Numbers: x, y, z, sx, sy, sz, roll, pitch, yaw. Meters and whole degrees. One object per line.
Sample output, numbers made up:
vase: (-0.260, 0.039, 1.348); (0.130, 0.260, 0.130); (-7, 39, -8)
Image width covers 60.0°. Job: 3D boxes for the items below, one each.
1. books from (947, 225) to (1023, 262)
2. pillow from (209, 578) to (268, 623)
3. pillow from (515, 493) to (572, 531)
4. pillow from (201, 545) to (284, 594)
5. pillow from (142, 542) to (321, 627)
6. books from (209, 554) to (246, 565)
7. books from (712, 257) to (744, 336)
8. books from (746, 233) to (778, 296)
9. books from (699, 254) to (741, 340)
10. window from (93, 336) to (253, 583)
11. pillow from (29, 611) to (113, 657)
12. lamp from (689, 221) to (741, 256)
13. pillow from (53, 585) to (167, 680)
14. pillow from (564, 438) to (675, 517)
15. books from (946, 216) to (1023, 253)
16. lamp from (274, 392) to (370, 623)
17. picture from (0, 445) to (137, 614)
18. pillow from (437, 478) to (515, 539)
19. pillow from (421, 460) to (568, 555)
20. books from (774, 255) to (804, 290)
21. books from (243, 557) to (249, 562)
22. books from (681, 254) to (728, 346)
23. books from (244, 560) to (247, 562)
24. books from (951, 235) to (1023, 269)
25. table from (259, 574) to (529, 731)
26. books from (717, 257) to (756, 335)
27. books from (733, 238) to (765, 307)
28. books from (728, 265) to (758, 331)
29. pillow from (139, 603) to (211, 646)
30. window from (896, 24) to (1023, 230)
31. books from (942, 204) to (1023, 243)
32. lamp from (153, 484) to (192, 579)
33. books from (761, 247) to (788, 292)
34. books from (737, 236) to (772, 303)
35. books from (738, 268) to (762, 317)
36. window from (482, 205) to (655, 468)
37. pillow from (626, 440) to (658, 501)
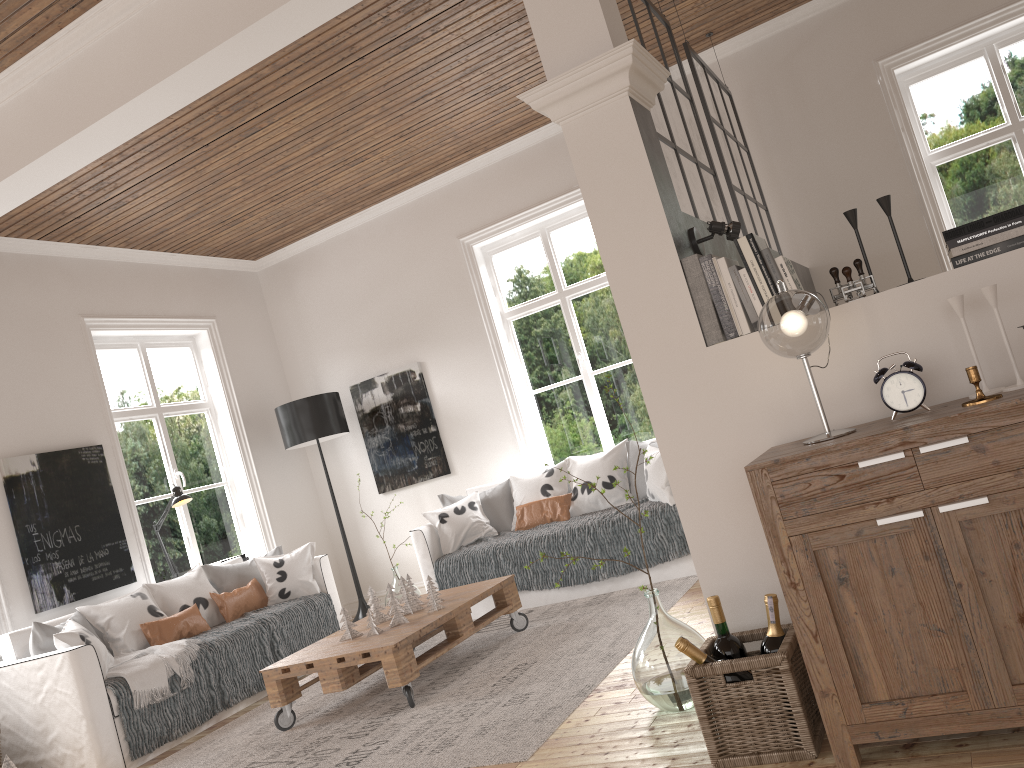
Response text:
books: (1.297, -0.382, 2.364); (0.242, 0.023, 0.191); (-18, -4, 23)
pillow: (-1.680, 1.351, 5.527); (0.117, 0.235, 0.414); (-18, -5, 25)
pillow: (0.198, 0.827, 5.652); (0.420, 0.179, 0.127); (-18, -5, 27)
pillow: (-1.715, 1.317, 5.785); (0.546, 0.437, 0.292); (-14, -5, -31)
pillow: (-1.734, 1.297, 5.586); (1.081, 0.450, 0.403); (-13, -5, -40)
books: (-2.081, 1.287, 6.412); (0.190, 0.028, 0.239); (-18, -5, 27)
books: (0.672, -0.261, 2.678); (0.019, 0.243, 0.205); (-18, -5, 25)
books: (0.775, -0.311, 2.628); (0.048, 0.274, 0.210); (-18, -5, 25)
books: (0.646, -0.261, 2.684); (0.046, 0.257, 0.193); (-18, -5, 25)
window: (-2.461, 0.545, 6.438); (0.120, 1.872, 1.055); (-18, -5, 25)
pillow: (-2.313, 1.402, 4.619); (0.282, 0.431, 0.541); (-16, -4, -1)
lamp: (0.665, -0.483, 2.862); (0.156, 0.101, 0.101); (-18, -5, 25)
pillow: (-2.158, 1.367, 4.756); (0.417, 0.414, 1.020); (-17, -4, 8)
pillow: (0.720, 0.567, 5.423); (0.403, 0.450, 1.081); (-13, -5, -40)
books: (1.301, -0.407, 2.369); (0.258, 0.023, 0.212); (-18, -5, 25)
lamp: (-1.333, 0.971, 6.762); (0.499, 1.754, 0.499); (-18, -4, 22)
picture: (-2.675, 0.849, 5.376); (0.041, 0.908, 0.680); (-18, -5, 25)
pillow: (-0.196, 0.887, 6.006); (0.541, 0.431, 0.282); (-16, -4, -1)
pillow: (-0.068, 0.838, 5.849); (1.020, 0.414, 0.417); (-17, -4, 8)
books: (0.827, -0.283, 2.590); (0.045, 0.185, 0.152); (-18, -5, 25)
books: (-2.072, 1.311, 6.420); (0.212, 0.023, 0.258); (-18, -5, 25)
books: (0.604, -0.254, 2.708); (0.050, 0.271, 0.200); (-18, -5, 25)
books: (-2.062, 1.331, 6.407); (0.191, 0.023, 0.242); (-18, -4, 23)
books: (1.314, -0.359, 2.364); (0.258, 0.032, 0.191); (-18, -5, 27)
table: (-0.541, 1.324, 4.447); (0.821, 0.300, 1.189); (-18, -5, 25)
books: (0.688, -0.262, 2.671); (0.031, 0.236, 0.200); (-18, -5, 25)
books: (0.738, -0.299, 2.642); (0.038, 0.274, 0.200); (-18, -5, 25)
books: (0.704, -0.253, 2.627); (0.044, 0.203, 0.141); (-18, -5, 25)
pillow: (-1.914, 1.412, 5.081); (0.116, 0.220, 0.414); (-18, -5, 26)
window: (3.097, -1.171, 5.229); (1.055, 1.872, 0.120); (-18, -5, 25)
books: (1.285, -0.429, 2.372); (0.239, 0.028, 0.190); (-18, -5, 27)
lamp: (-2.258, 1.036, 5.982); (0.439, 0.703, 0.196); (-18, -5, 26)
books: (0.799, -0.291, 2.603); (0.047, 0.219, 0.171); (-18, -5, 25)
books: (0.755, -0.304, 2.637); (0.054, 0.272, 0.200); (-18, -5, 25)
books: (0.725, -0.251, 2.613); (0.042, 0.185, 0.125); (-18, -5, 25)
window: (0.470, -0.304, 6.548); (1.055, 1.872, 0.120); (-18, -5, 25)
pillow: (0.915, 0.520, 5.410); (0.292, 0.437, 0.546); (-14, -5, -31)
